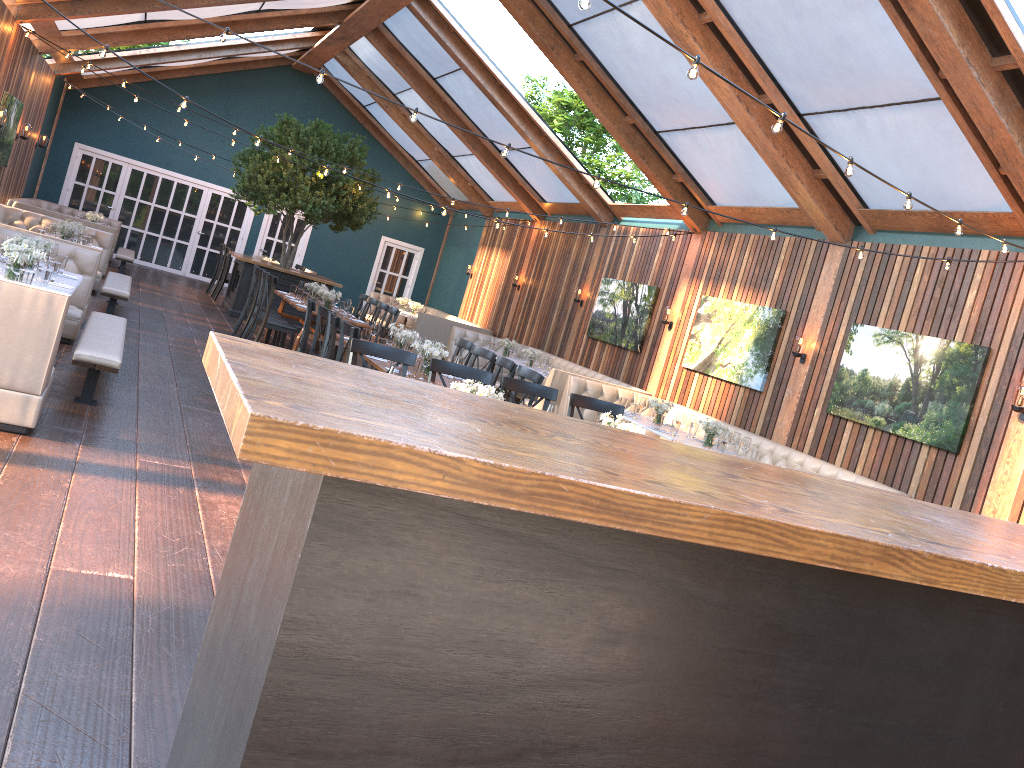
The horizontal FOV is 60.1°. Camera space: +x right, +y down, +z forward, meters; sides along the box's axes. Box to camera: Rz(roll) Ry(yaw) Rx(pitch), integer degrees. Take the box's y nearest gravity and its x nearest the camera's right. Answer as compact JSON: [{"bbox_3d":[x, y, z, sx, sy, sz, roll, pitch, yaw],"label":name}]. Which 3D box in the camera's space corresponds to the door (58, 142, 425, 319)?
[{"bbox_3d":[-6.134,-3.267,20.777,8.119,2.206,0.175,14,2,-24],"label":"door"}]

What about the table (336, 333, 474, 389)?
[{"bbox_3d":[-1.053,0.163,8.137,0.944,0.728,2.455,15,5,-25],"label":"table"}]

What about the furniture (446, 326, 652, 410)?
[{"bbox_3d":[0.390,-0.008,13.751,1.698,0.857,4.199,14,5,-25],"label":"furniture"}]

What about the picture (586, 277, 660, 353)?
[{"bbox_3d":[1.686,-1.101,13.715,0.064,0.996,1.666,16,4,-25],"label":"picture"}]

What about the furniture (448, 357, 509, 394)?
[{"bbox_3d":[-0.654,-0.031,13.308,0.311,0.398,2.351,15,5,-25],"label":"furniture"}]

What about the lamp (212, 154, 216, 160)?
[{"bbox_3d":[-6.286,-4.791,18.663,0.056,0.120,0.056,16,2,0],"label":"lamp"}]

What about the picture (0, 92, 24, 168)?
[{"bbox_3d":[-7.218,-3.594,12.619,0.064,0.996,1.666,16,4,-25],"label":"picture"}]

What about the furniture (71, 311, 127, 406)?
[{"bbox_3d":[-3.339,-0.239,7.149,0.311,0.398,2.351,15,5,-25],"label":"furniture"}]

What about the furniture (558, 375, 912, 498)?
[{"bbox_3d":[2.119,0.881,9.616,1.698,0.857,4.199,14,5,-25],"label":"furniture"}]

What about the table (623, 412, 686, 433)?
[{"bbox_3d":[1.392,0.714,10.191,0.793,0.671,0.806,15,4,-25],"label":"table"}]

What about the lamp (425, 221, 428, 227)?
[{"bbox_3d":[-1.668,-3.147,17.396,0.057,0.121,0.056,18,3,43],"label":"lamp"}]

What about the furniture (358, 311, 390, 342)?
[{"bbox_3d":[-2.976,-1.225,18.861,0.311,0.398,2.351,15,5,-25],"label":"furniture"}]

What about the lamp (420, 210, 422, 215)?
[{"bbox_3d":[-2.249,-4.271,22.052,0.056,0.120,0.057,14,3,-42],"label":"lamp"}]

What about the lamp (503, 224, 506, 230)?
[{"bbox_3d":[-0.151,-3.097,17.493,0.073,0.115,0.057,15,2,-18],"label":"lamp"}]

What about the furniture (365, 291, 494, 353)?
[{"bbox_3d":[-1.920,-1.195,19.273,1.698,0.857,4.199,14,5,-25],"label":"furniture"}]

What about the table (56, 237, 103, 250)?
[{"bbox_3d":[-5.948,-1.570,11.744,0.793,0.671,0.806,15,4,-25],"label":"table"}]

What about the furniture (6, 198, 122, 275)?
[{"bbox_3d":[-8.266,-2.774,16.372,1.698,0.857,4.199,14,5,-25],"label":"furniture"}]

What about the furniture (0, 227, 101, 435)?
[{"bbox_3d":[-4.220,-0.694,6.697,1.698,0.857,4.199,14,5,-25],"label":"furniture"}]

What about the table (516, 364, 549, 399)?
[{"bbox_3d":[0.288,0.146,12.831,0.793,0.671,0.806,15,4,-25],"label":"table"}]

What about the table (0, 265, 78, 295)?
[{"bbox_3d":[-3.908,-0.521,6.867,0.793,0.671,0.806,15,4,-24],"label":"table"}]

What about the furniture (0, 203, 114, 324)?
[{"bbox_3d":[-5.953,-1.585,10.841,1.698,0.857,4.199,14,5,-25],"label":"furniture"}]

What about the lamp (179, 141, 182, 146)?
[{"bbox_3d":[-6.795,-4.931,18.146,0.056,0.120,0.057,15,2,-22],"label":"lamp"}]

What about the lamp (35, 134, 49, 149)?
[{"bbox_3d":[-8.730,-4.498,16.442,0.177,0.319,0.147,15,2,-24],"label":"lamp"}]

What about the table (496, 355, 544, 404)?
[{"bbox_3d":[-0.024,-0.014,13.577,0.793,0.671,0.806,15,4,-24],"label":"table"}]

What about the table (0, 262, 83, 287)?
[{"bbox_3d":[-4.220,-0.681,7.613,0.793,0.671,0.806,15,4,-25],"label":"table"}]

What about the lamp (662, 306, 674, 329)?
[{"bbox_3d":[2.196,-0.942,12.456,0.177,0.319,0.147,15,2,-24],"label":"lamp"}]

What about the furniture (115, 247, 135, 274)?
[{"bbox_3d":[-7.389,-2.322,16.833,0.311,0.398,2.351,15,5,-25],"label":"furniture"}]

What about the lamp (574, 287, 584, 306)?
[{"bbox_3d":[1.137,-1.487,14.987,0.177,0.319,0.147,15,2,-24],"label":"lamp"}]

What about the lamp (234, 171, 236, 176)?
[{"bbox_3d":[-5.338,-4.042,17.016,0.057,0.119,0.060,17,2,12],"label":"lamp"}]

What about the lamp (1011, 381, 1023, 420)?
[{"bbox_3d":[4.293,0.136,7.443,0.177,0.319,0.147,15,2,-24],"label":"lamp"}]

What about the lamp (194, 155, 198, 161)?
[{"bbox_3d":[-6.017,-4.311,16.865,0.057,0.115,0.073,17,3,19],"label":"lamp"}]

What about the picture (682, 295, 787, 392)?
[{"bbox_3d":[2.759,-0.551,11.167,0.064,0.996,1.666,16,4,-25],"label":"picture"}]

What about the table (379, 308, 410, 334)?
[{"bbox_3d":[-2.654,-1.367,19.865,0.793,0.671,0.806,15,4,-25],"label":"table"}]

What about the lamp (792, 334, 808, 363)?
[{"bbox_3d":[3.241,-0.405,9.957,0.177,0.319,0.147,15,2,-24],"label":"lamp"}]

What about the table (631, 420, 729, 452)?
[{"bbox_3d":[1.704,0.874,9.445,0.793,0.671,0.806,15,4,-24],"label":"table"}]

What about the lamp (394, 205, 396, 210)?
[{"bbox_3d":[-2.840,-4.299,21.578,0.056,0.120,0.056,16,2,-3],"label":"lamp"}]

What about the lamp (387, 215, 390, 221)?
[{"bbox_3d":[-2.424,-3.263,17.351,0.057,0.121,0.056,18,3,42],"label":"lamp"}]

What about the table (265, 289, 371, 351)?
[{"bbox_3d":[-2.777,-0.724,12.261,0.944,0.728,2.455,15,5,-25],"label":"table"}]

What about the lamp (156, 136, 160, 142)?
[{"bbox_3d":[-6.709,-4.639,16.767,0.056,0.119,0.060,16,2,-20],"label":"lamp"}]

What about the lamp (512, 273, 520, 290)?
[{"bbox_3d":[0.087,-2.027,17.498,0.177,0.319,0.147,15,2,-24],"label":"lamp"}]

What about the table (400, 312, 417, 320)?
[{"bbox_3d":[-2.030,-1.046,18.373,0.793,0.671,0.806,15,4,-25],"label":"table"}]

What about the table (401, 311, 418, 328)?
[{"bbox_3d":[-2.342,-1.206,19.119,0.793,0.671,0.806,15,4,-24],"label":"table"}]

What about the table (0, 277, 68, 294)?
[{"bbox_3d":[-3.596,-0.360,6.121,0.793,0.671,0.806,15,4,-25],"label":"table"}]

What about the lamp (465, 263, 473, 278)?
[{"bbox_3d":[-0.964,-2.567,20.011,0.177,0.319,0.147,15,2,-24],"label":"lamp"}]

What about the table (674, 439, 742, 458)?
[{"bbox_3d":[2.016,1.035,8.699,0.793,0.671,0.806,15,4,-25],"label":"table"}]

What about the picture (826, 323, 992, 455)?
[{"bbox_3d":[3.813,-0.010,8.662,0.064,0.996,1.666,16,4,-25],"label":"picture"}]

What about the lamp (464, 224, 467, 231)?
[{"bbox_3d":[-0.907,-3.084,17.445,0.066,0.118,0.056,18,3,42],"label":"lamp"}]

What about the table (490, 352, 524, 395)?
[{"bbox_3d":[-0.336,-0.175,14.323,0.793,0.671,0.806,15,4,-25],"label":"table"}]

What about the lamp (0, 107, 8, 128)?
[{"bbox_3d":[-6.630,-3.418,11.418,0.177,0.319,0.147,15,2,-24],"label":"lamp"}]

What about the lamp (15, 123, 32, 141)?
[{"bbox_3d":[-7.680,-3.958,13.929,0.177,0.319,0.147,15,2,-24],"label":"lamp"}]

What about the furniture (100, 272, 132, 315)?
[{"bbox_3d":[-5.067,-1.128,11.281,0.311,0.398,2.351,15,5,-25],"label":"furniture"}]

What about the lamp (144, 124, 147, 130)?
[{"bbox_3d":[-7.299,-5.120,17.619,0.056,0.120,0.056,16,2,-9],"label":"lamp"}]
